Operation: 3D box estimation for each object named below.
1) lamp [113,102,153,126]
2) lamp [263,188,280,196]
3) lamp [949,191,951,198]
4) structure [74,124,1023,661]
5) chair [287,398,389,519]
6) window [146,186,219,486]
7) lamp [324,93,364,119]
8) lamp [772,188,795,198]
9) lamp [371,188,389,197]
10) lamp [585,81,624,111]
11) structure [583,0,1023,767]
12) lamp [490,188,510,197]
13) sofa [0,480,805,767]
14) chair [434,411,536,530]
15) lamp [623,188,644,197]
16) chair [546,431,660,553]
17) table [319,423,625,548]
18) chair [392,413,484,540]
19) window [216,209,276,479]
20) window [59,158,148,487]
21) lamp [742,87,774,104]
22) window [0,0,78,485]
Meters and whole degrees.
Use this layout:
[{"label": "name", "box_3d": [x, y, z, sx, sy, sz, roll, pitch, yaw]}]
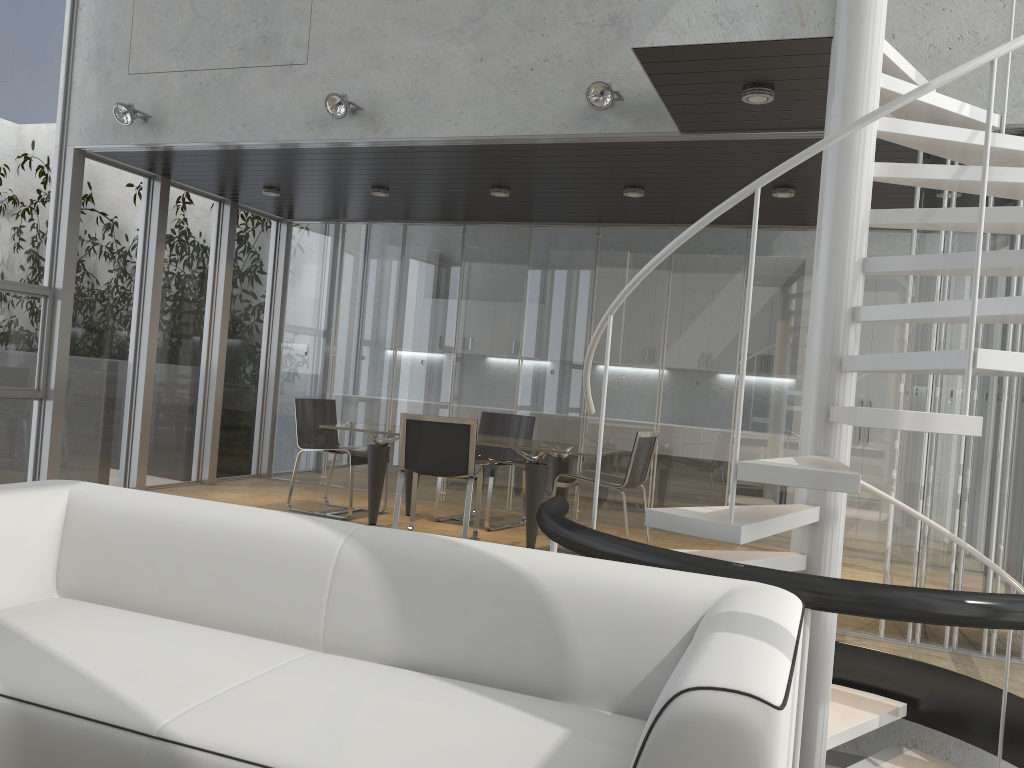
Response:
[{"label": "lamp", "box_3d": [-2.713, -1.904, 6.297, 0.197, 0.154, 0.228, 5, 0, 20]}, {"label": "lamp", "box_3d": [-2.095, -1.670, 7.723, 0.149, 0.038, 0.149, 5, 0, 35]}, {"label": "lamp", "box_3d": [2.907, -1.261, 5.856, 0.149, 0.038, 0.149, 5, 0, 35]}, {"label": "structure", "box_3d": [-2.319, -2.321, 3.706, 9.817, 6.605, 10.665, 5, 0, 19]}, {"label": "chair", "box_3d": [-1.437, 0.608, 7.405, 0.660, 0.922, 0.546, 5, 0, 25]}, {"label": "window", "box_3d": [-3.012, -0.413, 8.034, 0.010, 2.645, 0.741, 5, 0, 20]}, {"label": "lamp", "box_3d": [-1.091, -1.772, 5.705, 0.197, 0.154, 0.254, 5, 0, 20]}, {"label": "lamp", "box_3d": [1.907, -1.343, 6.229, 0.149, 0.038, 0.149, 5, 0, 35]}, {"label": "lamp", "box_3d": [-1.095, -1.588, 7.350, 0.149, 0.038, 0.149, 5, 0, 35]}, {"label": "lamp", "box_3d": [0.526, -1.640, 5.102, 0.197, 0.154, 0.254, 5, 0, 20]}, {"label": "structure", "box_3d": [-0.254, 0.715, 5.718, 6.700, 6.900, 4.916, 5, 0, 20]}, {"label": "lamp", "box_3d": [-0.094, -1.506, 6.976, 0.149, 0.038, 0.149, 5, 0, 35]}, {"label": "sofa", "box_3d": [-0.620, 0.738, 2.361, 2.601, 0.638, 0.971, 5, 0, 20]}, {"label": "chair", "box_3d": [-0.218, 0.708, 7.447, 0.546, 0.922, 0.660, 5, 0, 30]}, {"label": "lamp", "box_3d": [0.906, -1.424, 6.603, 0.149, 0.038, 0.149, 5, 0, 35]}, {"label": "chair", "box_3d": [0.693, 0.782, 6.604, 0.660, 0.922, 0.546, 5, 0, 25]}, {"label": "table", "box_3d": [-0.338, 0.785, 6.999, 2.250, 0.733, 0.900, 5, 0, 20]}, {"label": "chair", "box_3d": [-0.517, 0.683, 6.452, 0.546, 0.922, 0.660, 5, 0, 5]}, {"label": "window", "box_3d": [-2.695, -0.386, 8.891, 0.010, 2.645, 0.741, 5, 0, 20]}, {"label": "window", "box_3d": [-3.330, -0.439, 7.178, 0.010, 2.645, 0.741, 5, 0, 20]}, {"label": "lamp", "box_3d": [1.196, -1.401, 4.311, 0.149, 0.038, 0.149, 5, 0, 35]}, {"label": "window", "box_3d": [-3.511, -1.959, 6.317, 0.050, 5.700, 0.800, 5, 0, 20]}]
